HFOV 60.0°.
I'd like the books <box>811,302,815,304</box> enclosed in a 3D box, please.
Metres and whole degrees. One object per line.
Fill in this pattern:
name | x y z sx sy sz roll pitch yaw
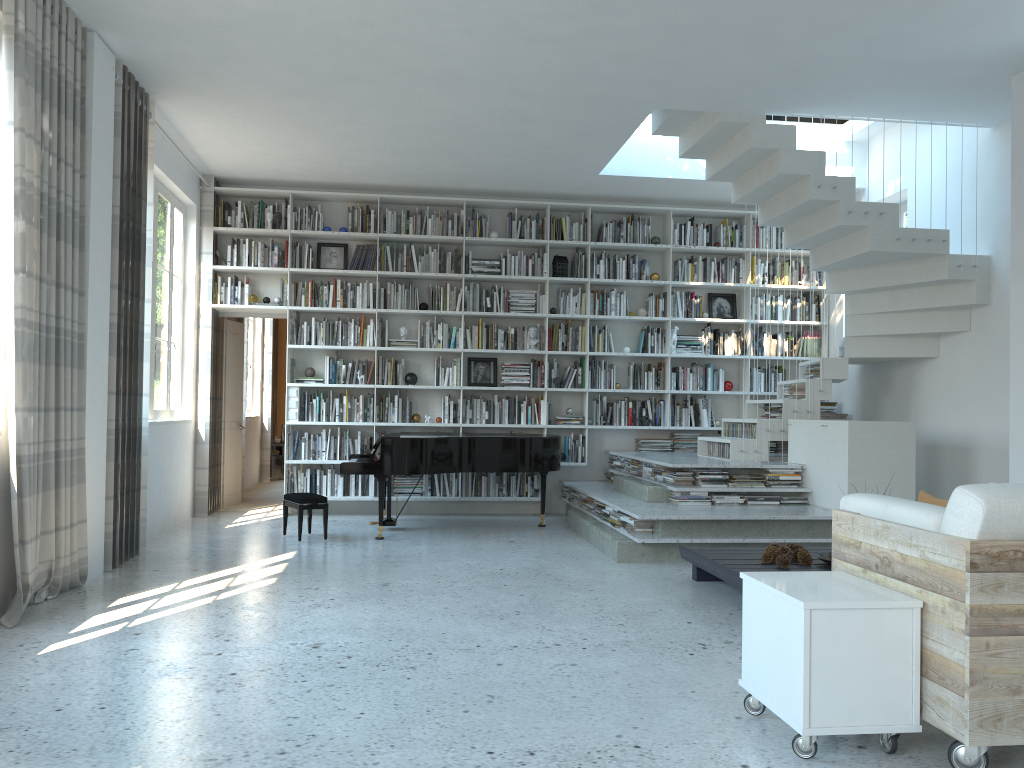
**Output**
books | 3.164 -0.750 9.383 0.024 0.230 0.131 1 -1 -7

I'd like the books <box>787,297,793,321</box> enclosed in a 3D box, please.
books | 2.901 -0.770 9.322 0.023 0.258 0.184 1 -1 -7

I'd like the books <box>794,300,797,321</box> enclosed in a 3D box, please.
books | 2.958 -0.757 9.349 0.028 0.237 0.146 1 -1 -7

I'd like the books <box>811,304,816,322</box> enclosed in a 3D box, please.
books | 3.142 -0.734 9.344 0.029 0.195 0.192 1 -1 -7

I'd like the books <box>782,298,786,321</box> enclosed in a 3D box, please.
books | 2.838 -0.768 9.328 0.012 0.254 0.161 1 -1 -7

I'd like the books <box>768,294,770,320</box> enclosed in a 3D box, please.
books | 2.661 -0.791 9.290 0.012 0.292 0.165 1 -1 -7

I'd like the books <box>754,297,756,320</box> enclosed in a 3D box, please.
books | 2.516 -0.772 9.288 0.026 0.250 0.160 1 -1 -7

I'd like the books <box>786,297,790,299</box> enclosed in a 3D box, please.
books | 2.915 -0.776 9.348 0.010 0.273 0.130 1 -1 -7

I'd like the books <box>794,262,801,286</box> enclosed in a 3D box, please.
books | 2.991 -1.136 9.334 0.022 0.261 0.160 1 -1 -7

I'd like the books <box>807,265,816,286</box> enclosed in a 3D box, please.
books | 3.164 -1.131 9.370 0.029 0.258 0.163 1 -1 -7

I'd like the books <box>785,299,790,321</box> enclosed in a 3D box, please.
books | 2.869 -0.764 9.312 0.045 0.245 0.177 1 -1 -7

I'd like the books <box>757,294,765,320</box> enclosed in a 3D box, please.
books | 2.600 -0.789 9.268 0.014 0.285 0.185 1 -1 -7

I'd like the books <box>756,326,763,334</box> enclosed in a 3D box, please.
books | 2.593 -0.439 9.290 0.012 0.322 0.141 1 -1 -7

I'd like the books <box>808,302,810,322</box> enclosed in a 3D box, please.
books | 3.089 -0.747 9.347 0.025 0.220 0.177 1 -1 -7

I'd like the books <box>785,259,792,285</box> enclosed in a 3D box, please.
books | 2.903 -1.155 9.331 0.010 0.295 0.165 1 -1 -7

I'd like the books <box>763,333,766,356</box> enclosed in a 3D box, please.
books | 2.614 -0.401 9.272 0.026 0.245 0.180 1 -1 -7

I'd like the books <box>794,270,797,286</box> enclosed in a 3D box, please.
books | 2.960 -1.097 9.349 0.034 0.182 0.156 1 -1 -7

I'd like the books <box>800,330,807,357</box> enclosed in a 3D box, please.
books | 3.051 -0.416 9.333 0.033 0.294 0.169 1 -1 -7

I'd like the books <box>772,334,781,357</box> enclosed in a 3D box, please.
books | 2.766 -0.398 9.296 0.022 0.247 0.181 1 -1 -7

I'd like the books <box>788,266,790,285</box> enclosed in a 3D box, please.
books | 2.887 -1.118 9.320 0.023 0.220 0.171 1 -1 -7

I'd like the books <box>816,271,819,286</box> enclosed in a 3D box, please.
books | 3.198 -1.124 9.374 0.040 0.246 0.160 1 -1 -7

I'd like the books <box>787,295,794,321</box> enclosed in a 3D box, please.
books | 2.932 -0.785 9.346 0.024 0.291 0.132 1 -1 -7

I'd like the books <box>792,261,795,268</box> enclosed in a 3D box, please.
books | 2.932 -1.147 9.347 0.024 0.281 0.153 1 -1 -7

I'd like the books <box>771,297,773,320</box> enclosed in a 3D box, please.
books | 2.699 -0.774 9.295 0.013 0.260 0.158 1 -1 -7

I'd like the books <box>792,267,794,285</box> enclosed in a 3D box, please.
books | 2.916 -1.113 9.319 0.013 0.212 0.186 1 -1 -7

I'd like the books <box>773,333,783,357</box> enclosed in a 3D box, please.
books | 2.790 -0.404 9.309 0.029 0.259 0.171 1 -1 -7

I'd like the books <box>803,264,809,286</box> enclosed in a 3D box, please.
books | 3.071 -1.131 9.350 0.070 0.254 0.154 1 -1 -7

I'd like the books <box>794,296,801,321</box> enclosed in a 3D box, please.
books | 3.005 -0.780 9.336 0.012 0.283 0.151 1 -1 -7

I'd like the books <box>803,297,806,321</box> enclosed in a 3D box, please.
books | 3.039 -0.772 9.334 0.028 0.268 0.173 1 -1 -7

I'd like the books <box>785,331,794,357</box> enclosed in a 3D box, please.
books | 2.915 -0.410 9.326 0.026 0.277 0.170 1 -1 -7

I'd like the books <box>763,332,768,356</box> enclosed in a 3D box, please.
books | 2.636 -0.410 9.287 0.022 0.265 0.157 1 -1 -7

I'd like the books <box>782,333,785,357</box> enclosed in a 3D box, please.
books | 2.832 -0.400 9.322 0.012 0.254 0.161 1 -1 -7

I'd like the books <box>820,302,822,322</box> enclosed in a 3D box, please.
books | 3.227 -0.744 9.361 0.021 0.219 0.184 1 -1 -7

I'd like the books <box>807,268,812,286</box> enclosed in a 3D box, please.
books | 3.116 -1.110 9.354 0.023 0.213 0.180 1 -1 -7

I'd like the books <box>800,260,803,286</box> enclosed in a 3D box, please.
books | 3.024 -1.148 9.349 0.023 0.287 0.163 1 -1 -7

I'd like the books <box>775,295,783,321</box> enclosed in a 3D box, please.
books | 2.791 -0.784 9.308 0.030 0.283 0.166 1 -1 -7

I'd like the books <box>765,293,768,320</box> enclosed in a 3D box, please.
books | 2.642 -0.794 9.299 0.022 0.297 0.162 1 -1 -7

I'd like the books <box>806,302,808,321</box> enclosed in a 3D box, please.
books | 3.065 -0.743 9.335 0.025 0.211 0.188 1 -1 -7

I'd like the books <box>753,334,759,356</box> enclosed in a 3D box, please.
books | 2.530 -0.397 9.290 0.066 0.236 0.144 1 -1 -7

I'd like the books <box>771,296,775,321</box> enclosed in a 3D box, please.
books | 2.717 -0.779 9.306 0.025 0.271 0.152 1 -1 -7

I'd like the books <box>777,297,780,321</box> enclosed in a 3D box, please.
books | 2.765 -0.774 9.300 0.022 0.262 0.172 1 -1 -7

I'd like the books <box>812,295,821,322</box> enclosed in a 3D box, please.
books | 3.197 -0.781 9.357 0.042 0.292 0.186 1 -1 -7

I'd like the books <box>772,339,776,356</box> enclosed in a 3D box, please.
books | 2.715 -0.371 9.284 0.023 0.189 0.169 1 -1 -7

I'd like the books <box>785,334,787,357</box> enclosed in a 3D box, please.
books | 2.850 -0.397 9.328 0.025 0.248 0.134 1 -1 -7

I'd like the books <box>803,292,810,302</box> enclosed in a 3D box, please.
books | 3.107 -0.801 9.366 0.013 0.330 0.140 1 -1 -7

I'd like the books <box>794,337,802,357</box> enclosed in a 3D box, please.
books | 2.973 -0.376 9.321 0.088 0.217 0.167 1 -1 -7

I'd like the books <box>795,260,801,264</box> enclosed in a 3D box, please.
books | 3.005 -1.152 9.358 0.011 0.294 0.151 1 -1 -7

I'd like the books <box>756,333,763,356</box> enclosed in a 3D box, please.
books | 2.577 -0.400 9.268 0.022 0.243 0.170 1 -1 -7

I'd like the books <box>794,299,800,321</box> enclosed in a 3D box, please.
books | 2.986 -0.765 9.342 0.025 0.252 0.160 1 -1 -7

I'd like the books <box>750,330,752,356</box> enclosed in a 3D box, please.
books | 2.459 -0.419 9.257 0.025 0.277 0.160 1 -1 -7

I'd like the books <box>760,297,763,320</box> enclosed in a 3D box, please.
books | 2.578 -0.775 9.279 0.026 0.256 0.173 1 -1 -7

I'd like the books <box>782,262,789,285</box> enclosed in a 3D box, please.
books | 2.816 -1.131 9.263 0.042 0.242 0.248 1 -1 -7

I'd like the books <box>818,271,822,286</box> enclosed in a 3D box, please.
books | 3.225 -1.109 9.359 0.011 0.216 0.170 1 -1 -7

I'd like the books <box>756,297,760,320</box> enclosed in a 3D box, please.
books | 2.543 -0.771 9.263 0.023 0.247 0.182 1 -1 -7

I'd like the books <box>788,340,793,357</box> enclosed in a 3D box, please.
books | 2.893 -0.363 9.295 0.024 0.181 0.191 1 -1 -7

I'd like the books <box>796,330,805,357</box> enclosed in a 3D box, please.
books | 3.014 -0.414 9.328 0.072 0.291 0.169 1 -1 -7

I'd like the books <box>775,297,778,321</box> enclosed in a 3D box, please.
books | 2.742 -0.773 9.299 0.024 0.259 0.156 1 -1 -7

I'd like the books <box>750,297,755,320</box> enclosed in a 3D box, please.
books | 2.498 -0.775 9.273 0.012 0.254 0.161 1 -1 -7

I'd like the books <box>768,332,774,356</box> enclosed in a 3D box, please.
books | 2.676 -0.407 9.279 0.056 0.261 0.176 1 -1 -7
